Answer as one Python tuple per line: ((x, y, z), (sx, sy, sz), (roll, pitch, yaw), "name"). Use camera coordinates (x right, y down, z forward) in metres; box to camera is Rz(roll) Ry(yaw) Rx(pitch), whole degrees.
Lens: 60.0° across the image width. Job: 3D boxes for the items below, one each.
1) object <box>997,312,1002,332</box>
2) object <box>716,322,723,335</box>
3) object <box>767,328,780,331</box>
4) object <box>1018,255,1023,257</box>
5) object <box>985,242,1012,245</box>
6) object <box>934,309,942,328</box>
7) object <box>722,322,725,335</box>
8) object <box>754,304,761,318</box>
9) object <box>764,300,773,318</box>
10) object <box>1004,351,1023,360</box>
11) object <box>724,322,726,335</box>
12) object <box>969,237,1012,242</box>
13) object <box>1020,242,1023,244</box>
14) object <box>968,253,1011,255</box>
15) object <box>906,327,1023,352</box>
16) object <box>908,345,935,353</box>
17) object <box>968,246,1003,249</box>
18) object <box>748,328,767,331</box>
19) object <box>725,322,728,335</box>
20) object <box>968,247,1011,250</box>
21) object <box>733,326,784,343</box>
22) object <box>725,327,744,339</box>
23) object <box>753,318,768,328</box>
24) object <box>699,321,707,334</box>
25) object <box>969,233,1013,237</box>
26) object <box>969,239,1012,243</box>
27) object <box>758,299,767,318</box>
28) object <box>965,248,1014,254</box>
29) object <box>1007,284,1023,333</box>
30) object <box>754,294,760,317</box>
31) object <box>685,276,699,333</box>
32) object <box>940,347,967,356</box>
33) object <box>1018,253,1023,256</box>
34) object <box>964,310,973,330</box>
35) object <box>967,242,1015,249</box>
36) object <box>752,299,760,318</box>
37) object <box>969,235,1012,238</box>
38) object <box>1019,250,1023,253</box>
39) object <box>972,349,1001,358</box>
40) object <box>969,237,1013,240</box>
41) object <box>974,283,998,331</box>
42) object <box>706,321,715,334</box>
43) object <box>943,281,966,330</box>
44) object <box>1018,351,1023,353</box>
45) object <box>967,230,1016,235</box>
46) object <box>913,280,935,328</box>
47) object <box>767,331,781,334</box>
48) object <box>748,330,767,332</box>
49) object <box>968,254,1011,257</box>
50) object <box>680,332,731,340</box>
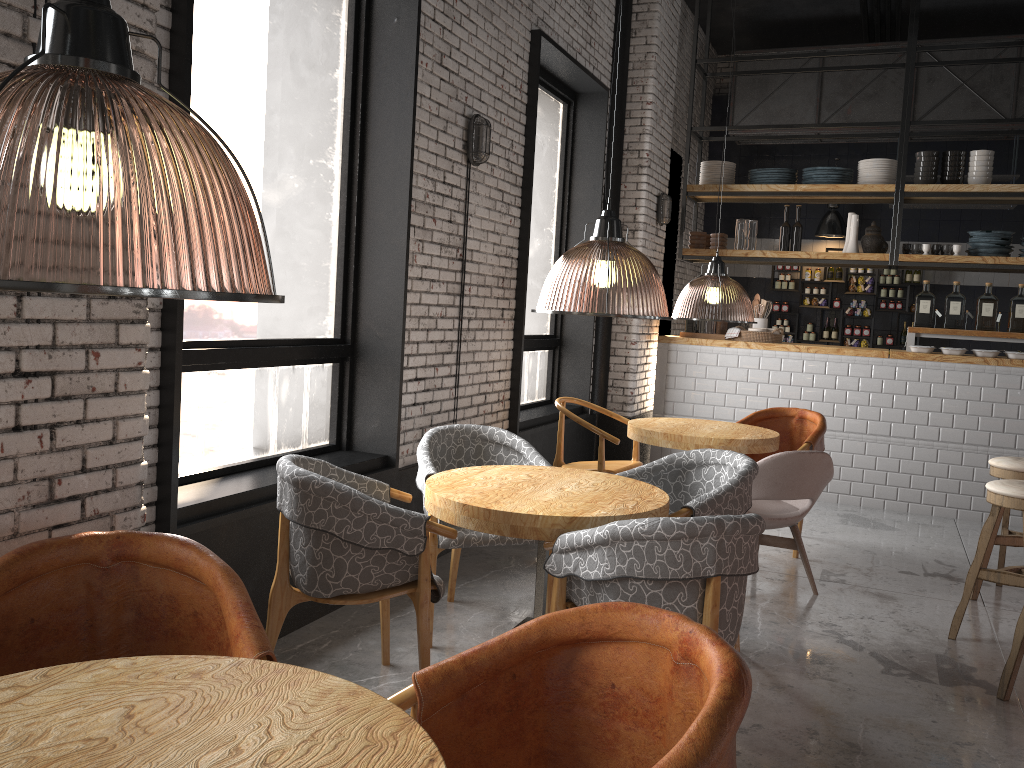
((4.050, -0.516, 7.368), (0.046, 0.163, 0.031), (0, 5, -42), "object")
((1.909, -0.535, 8.156), (0.056, 0.248, 0.056), (2, 4, -15), "object")
((2.328, -0.460, 7.967), (0.160, 0.078, 0.160), (2, 5, -14), "object")
((4.552, -1.060, 7.520), (0.454, 0.033, 0.455), (4, 5, 5), "object")
((4.143, -1.204, 7.687), (0.335, 0.039, 0.335), (5, 5, 22), "object")
((3.610, -0.555, 7.529), (0.032, 0.163, 0.080), (3, 4, -6), "object")
((1.943, -0.540, 8.236), (0.056, 0.248, 0.056), (2, 4, -15), "object")
((2.243, -0.566, 8.100), (0.071, 0.328, 0.052), (2, 4, -22), "object")
((2.300, -0.584, 8.084), (0.124, 0.358, 0.076), (6, 5, 38), "object")
((4.048, -0.228, 7.082), (0.216, 0.060, 0.324), (5, 5, 23), "object")
((1.977, -0.545, 8.316), (0.056, 0.248, 0.056), (2, 4, -15), "object")
((4.146, -1.234, 7.687), (0.335, 0.051, 0.334), (7, 6, 39), "object")
((4.558, -1.179, 7.511), (0.454, 0.048, 0.455), (-1, 6, -40), "object")
((4.138, -1.114, 7.692), (0.335, 0.046, 0.335), (4, 5, 8), "object")
((3.995, -0.169, 7.470), (1.251, 0.550, 0.315), (5, 4, 23), "object")
((3.403, -0.286, 7.361), (0.216, 0.055, 0.324), (5, 5, 23), "object")
((4.140, -1.166, 7.690), (0.334, 0.045, 0.335), (5, 5, 19), "object")
((2.184, -0.462, 7.892), (0.160, 0.078, 0.161), (3, 5, 1), "object")
((2.011, -0.550, 8.396), (0.056, 0.248, 0.056), (2, 4, -15), "object")
((4.139, -1.154, 7.692), (0.335, 0.051, 0.334), (0, 6, -37), "object")
((2.211, -0.442, 7.995), (0.436, 0.156, 0.420), (3, 5, -5), "object")
((2.074, -0.452, 7.999), (0.283, 0.110, 0.187), (0, 5, -31), "object")
((2.265, -0.498, 8.104), (0.129, 0.204, 0.129), (1, 5, -31), "object")
((1.781, -0.622, 8.216), (0.070, 0.367, 0.107), (5, 4, 22), "object")
((4.149, -1.274, 7.682), (0.334, 0.048, 0.335), (4, 5, 10), "object")
((4.146, -1.218, 7.687), (0.334, 0.052, 0.335), (1, 6, -29), "object")
((2.262, -0.587, 8.047), (0.033, 0.369, 0.137), (3, 4, -11), "object")
((4.139, -1.136, 7.694), (0.373, 0.067, 0.372), (4, 5, 4), "object")
((4.214, -0.626, 7.354), (0.154, 0.404, 0.154), (5, 4, 22), "object")
((2.260, -0.685, 8.150), (0.017, 0.289, 0.090), (1, 4, -30), "object")
((1.687, -0.722, 8.237), (0.106, 0.553, 0.157), (5, 4, 22), "object")
((3.612, -0.268, 7.260), (0.216, 0.059, 0.324), (5, 5, 23), "object")
((4.553, -1.085, 7.518), (0.454, 0.042, 0.455), (3, 5, -2), "object")
((3.835, -0.535, 7.452), (0.077, 0.163, 0.039), (2, 4, -23), "object")
((4.145, -1.188, 7.686), (0.372, 0.071, 0.373), (7, 6, 35), "object")
((2.237, -0.601, 8.131), (0.026, 0.355, 0.087), (0, 5, -44), "object")
((4.146, -1.260, 7.683), (0.335, 0.036, 0.335), (4, 5, 12), "object")
((4.556, -1.109, 7.516), (0.454, 0.050, 0.454), (8, 7, 43), "object")
((3.841, -0.246, 7.187), (0.216, 0.055, 0.324), (5, 5, 23), "object")
((4.146, -1.245, 7.684), (0.335, 0.035, 0.335), (3, 5, -2), "object")
((3.991, -0.647, 7.451), (0.154, 0.404, 0.154), (5, 4, 22), "object")
((1.842, -0.616, 8.192), (0.070, 0.367, 0.107), (5, 4, 22), "object")
((3.765, -0.667, 7.538), (0.154, 0.404, 0.154), (5, 4, 22), "object")
((4.046, -0.250, 6.983), (0.039, 0.021, 0.203), (3, 5, 0), "object")
((4.148, -1.294, 7.681), (0.373, 0.050, 0.373), (8, 7, 44), "object")
((3.555, -0.688, 7.635), (0.154, 0.404, 0.154), (5, 4, 22), "object")
((2.328, -0.441, 7.966), (0.160, 0.075, 0.161), (2, 5, -14), "object")
((2.181, -0.443, 7.892), (0.160, 0.075, 0.161), (3, 5, 1), "object")
((4.138, -1.101, 7.694), (0.334, 0.033, 0.335), (3, 5, -8), "object")
((1.820, -0.451, 8.319), (0.411, 0.050, 0.412), (5, 5, 22), "object")
